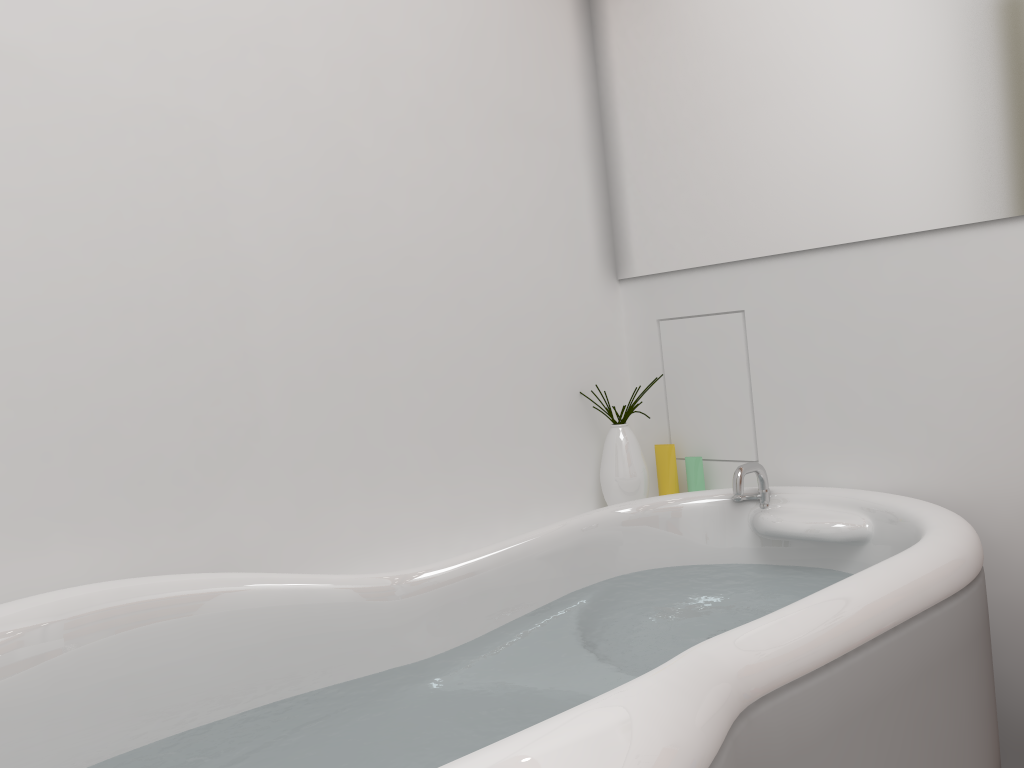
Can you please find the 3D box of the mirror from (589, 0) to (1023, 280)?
[{"bbox_3d":[1.066,-0.737,1.195,0.022,0.887,2.600,-9,4,-42],"label":"mirror"}]

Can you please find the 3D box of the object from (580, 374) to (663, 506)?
[{"bbox_3d":[0.265,0.151,2.029,0.215,0.326,0.154,-7,3,-11],"label":"object"}]

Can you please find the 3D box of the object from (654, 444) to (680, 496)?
[{"bbox_3d":[0.367,0.223,2.090,0.047,0.162,0.047,-7,3,-15],"label":"object"}]

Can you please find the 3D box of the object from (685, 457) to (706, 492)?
[{"bbox_3d":[0.422,0.233,2.030,0.038,0.133,0.038,-7,3,-8],"label":"object"}]

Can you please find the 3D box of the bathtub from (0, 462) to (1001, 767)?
[{"bbox_3d":[0.003,0.553,1.214,1.863,0.674,1.055,-9,4,-42],"label":"bathtub"}]
